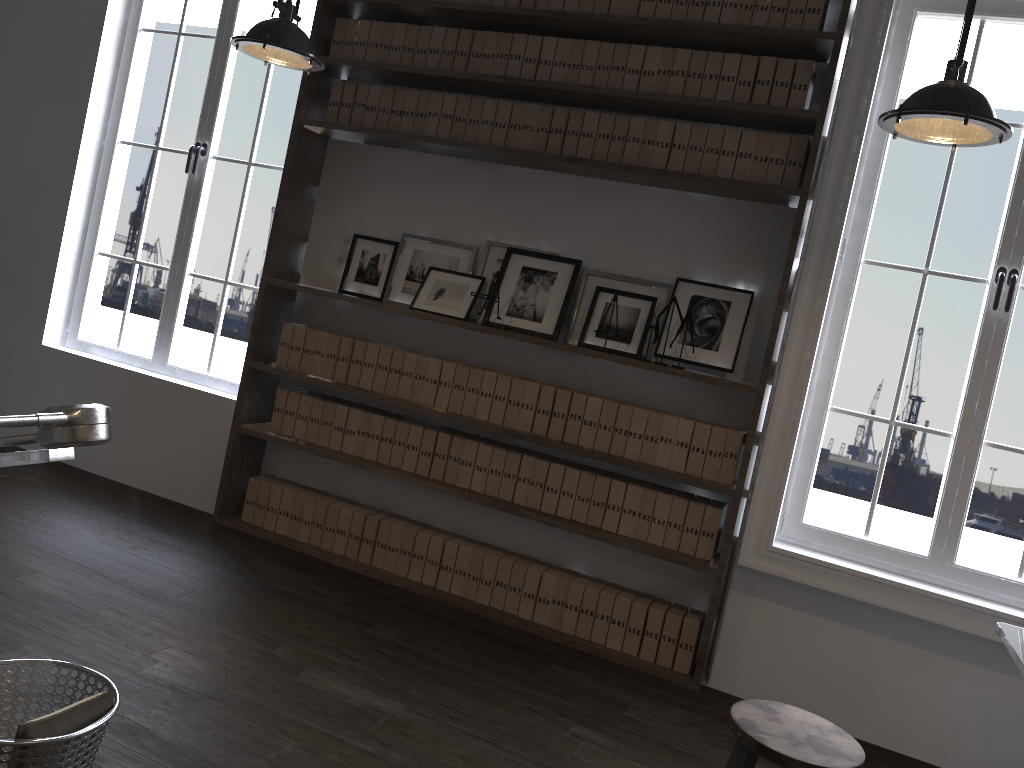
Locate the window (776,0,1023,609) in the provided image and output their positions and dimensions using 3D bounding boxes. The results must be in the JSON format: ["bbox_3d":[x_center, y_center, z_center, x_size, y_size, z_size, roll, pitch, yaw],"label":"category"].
[{"bbox_3d":[1.860,-0.333,3.364,1.249,2.305,0.153,13,2,21],"label":"window"}]

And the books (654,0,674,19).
[{"bbox_3d":[0.693,-1.661,3.898,0.067,0.225,0.174,13,3,20],"label":"books"}]

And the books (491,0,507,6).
[{"bbox_3d":[-0.019,-1.835,4.174,0.067,0.225,0.174,13,3,20],"label":"books"}]

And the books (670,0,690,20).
[{"bbox_3d":[0.758,-1.645,3.877,0.067,0.225,0.174,13,3,20],"label":"books"}]

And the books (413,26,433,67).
[{"bbox_3d":[-0.399,-1.601,4.311,0.067,0.225,0.174,13,3,20],"label":"books"}]

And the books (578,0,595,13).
[{"bbox_3d":[0.373,-1.740,4.027,0.067,0.225,0.174,13,3,20],"label":"books"}]

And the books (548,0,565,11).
[{"bbox_3d":[0.241,-1.771,4.071,0.067,0.225,0.174,13,3,20],"label":"books"}]

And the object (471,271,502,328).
[{"bbox_3d":[-0.109,-0.389,4.023,0.175,0.260,0.040,13,2,21],"label":"object"}]

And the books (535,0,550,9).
[{"bbox_3d":[0.183,-1.786,4.100,0.067,0.225,0.174,13,3,20],"label":"books"}]

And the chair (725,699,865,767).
[{"bbox_3d":[0.618,1.077,2.100,0.360,0.527,0.370,13,3,29],"label":"chair"}]

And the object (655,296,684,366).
[{"bbox_3d":[0.661,-0.224,3.747,0.119,0.303,0.040,13,2,21],"label":"object"}]

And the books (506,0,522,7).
[{"bbox_3d":[0.047,-1.819,4.153,0.067,0.225,0.174,13,3,20],"label":"books"}]

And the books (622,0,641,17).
[{"bbox_3d":[0.560,-1.693,3.946,0.067,0.225,0.174,13,3,20],"label":"books"}]

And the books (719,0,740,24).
[{"bbox_3d":[0.951,-1.598,3.798,0.067,0.225,0.174,13,3,20],"label":"books"}]

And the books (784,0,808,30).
[{"bbox_3d":[1.196,-1.538,3.706,0.067,0.225,0.174,13,3,20],"label":"books"}]

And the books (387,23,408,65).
[{"bbox_3d":[-0.527,-1.632,4.355,0.067,0.225,0.174,13,3,20],"label":"books"}]

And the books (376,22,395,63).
[{"bbox_3d":[-0.587,-1.647,4.383,0.067,0.225,0.174,13,3,20],"label":"books"}]

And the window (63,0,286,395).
[{"bbox_3d":[-1.715,-1.211,4.884,1.488,2.493,0.153,13,2,21],"label":"window"}]

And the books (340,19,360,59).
[{"bbox_3d":[-0.774,-1.693,4.456,0.067,0.225,0.174,13,3,20],"label":"books"}]

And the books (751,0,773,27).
[{"bbox_3d":[1.068,-1.569,3.749,0.067,0.225,0.174,13,3,20],"label":"books"}]

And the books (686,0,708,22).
[{"bbox_3d":[0.821,-1.630,3.851,0.067,0.225,0.174,13,3,20],"label":"books"}]

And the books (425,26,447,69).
[{"bbox_3d":[-0.336,-1.586,4.282,0.067,0.225,0.174,13,3,20],"label":"books"}]

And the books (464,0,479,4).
[{"bbox_3d":[-0.147,-1.867,4.228,0.067,0.225,0.174,13,3,20],"label":"books"}]

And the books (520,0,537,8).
[{"bbox_3d":[0.114,-1.803,4.122,0.067,0.225,0.174,13,3,20],"label":"books"}]

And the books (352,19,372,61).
[{"bbox_3d":[-0.711,-1.677,4.427,0.067,0.225,0.174,13,3,20],"label":"books"}]

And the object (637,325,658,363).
[{"bbox_3d":[0.579,-0.170,3.738,0.066,0.165,0.040,13,2,21],"label":"object"}]

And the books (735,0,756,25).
[{"bbox_3d":[1.009,-1.584,3.777,0.067,0.225,0.174,13,3,20],"label":"books"}]

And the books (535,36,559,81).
[{"bbox_3d":[0.182,-1.459,4.080,0.067,0.225,0.174,13,3,20],"label":"books"}]

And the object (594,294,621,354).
[{"bbox_3d":[0.423,-0.259,3.830,0.124,0.260,0.040,13,2,21],"label":"object"}]

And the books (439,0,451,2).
[{"bbox_3d":[-0.270,-1.897,4.275,0.067,0.225,0.174,13,3,20],"label":"books"}]

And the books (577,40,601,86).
[{"bbox_3d":[0.366,-1.414,4.007,0.067,0.225,0.174,13,3,20],"label":"books"}]

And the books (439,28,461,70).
[{"bbox_3d":[-0.269,-1.570,4.261,0.067,0.225,0.174,13,3,20],"label":"books"}]

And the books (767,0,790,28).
[{"bbox_3d":[1.132,-1.554,3.731,0.067,0.225,0.174,13,3,20],"label":"books"}]

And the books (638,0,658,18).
[{"bbox_3d":[0.626,-1.677,3.921,0.067,0.225,0.174,13,3,20],"label":"books"}]

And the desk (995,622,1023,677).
[{"bbox_3d":[1.604,1.017,1.763,1.075,1.096,1.267,13,4,20],"label":"desk"}]

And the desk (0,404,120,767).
[{"bbox_3d":[-1.525,0.271,0.999,1.080,1.384,2.277,13,4,20],"label":"desk"}]

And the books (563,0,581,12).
[{"bbox_3d":[0.308,-1.755,4.048,0.067,0.225,0.174,13,3,20],"label":"books"}]

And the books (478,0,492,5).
[{"bbox_3d":[-0.082,-1.851,4.203,0.067,0.225,0.174,13,3,20],"label":"books"}]

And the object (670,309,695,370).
[{"bbox_3d":[0.729,-0.188,3.749,0.111,0.261,0.040,13,2,21],"label":"object"}]

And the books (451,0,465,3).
[{"bbox_3d":[-0.211,-1.882,4.247,0.067,0.225,0.174,13,3,20],"label":"books"}]

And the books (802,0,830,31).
[{"bbox_3d":[1.260,-1.522,3.677,0.067,0.225,0.174,13,3,20],"label":"books"}]

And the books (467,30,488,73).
[{"bbox_3d":[-0.133,-1.536,4.208,0.067,0.225,0.174,13,3,20],"label":"books"}]

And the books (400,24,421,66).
[{"bbox_3d":[-0.464,-1.617,4.336,0.067,0.225,0.174,13,3,20],"label":"books"}]

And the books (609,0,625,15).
[{"bbox_3d":[0.504,-1.707,3.973,0.067,0.225,0.174,13,3,20],"label":"books"}]

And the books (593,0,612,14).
[{"bbox_3d":[0.436,-1.724,4.001,0.067,0.225,0.174,13,3,20],"label":"books"}]

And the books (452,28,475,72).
[{"bbox_3d":[-0.203,-1.553,4.229,0.067,0.225,0.174,13,3,20],"label":"books"}]

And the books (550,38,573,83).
[{"bbox_3d":[0.249,-1.442,4.056,0.067,0.225,0.174,13,3,20],"label":"books"}]

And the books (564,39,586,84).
[{"bbox_3d":[0.307,-1.429,4.035,0.067,0.225,0.174,13,3,20],"label":"books"}]

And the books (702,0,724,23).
[{"bbox_3d":[0.884,-1.614,3.822,0.067,0.225,0.174,13,3,20],"label":"books"}]

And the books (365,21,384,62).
[{"bbox_3d":[-0.645,-1.661,4.403,0.067,0.225,0.174,13,3,20],"label":"books"}]

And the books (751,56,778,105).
[{"bbox_3d":[1.066,-1.242,3.735,0.067,0.225,0.174,13,3,20],"label":"books"}]

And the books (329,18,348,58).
[{"bbox_3d":[-0.837,-1.709,4.483,0.067,0.225,0.174,13,3,20],"label":"books"}]
